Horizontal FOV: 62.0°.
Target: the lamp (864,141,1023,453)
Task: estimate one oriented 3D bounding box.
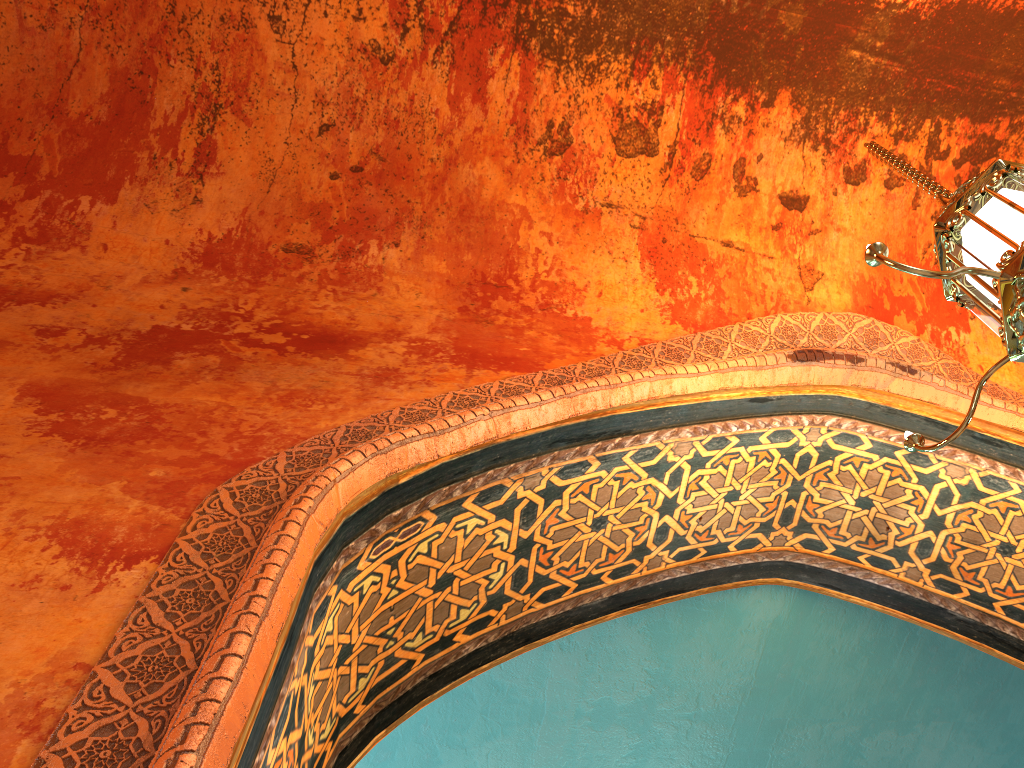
[{"bbox_3d":[1.586,-0.592,2.942,1.341,2.265,1.129,8,-62,-5],"label":"lamp"}]
